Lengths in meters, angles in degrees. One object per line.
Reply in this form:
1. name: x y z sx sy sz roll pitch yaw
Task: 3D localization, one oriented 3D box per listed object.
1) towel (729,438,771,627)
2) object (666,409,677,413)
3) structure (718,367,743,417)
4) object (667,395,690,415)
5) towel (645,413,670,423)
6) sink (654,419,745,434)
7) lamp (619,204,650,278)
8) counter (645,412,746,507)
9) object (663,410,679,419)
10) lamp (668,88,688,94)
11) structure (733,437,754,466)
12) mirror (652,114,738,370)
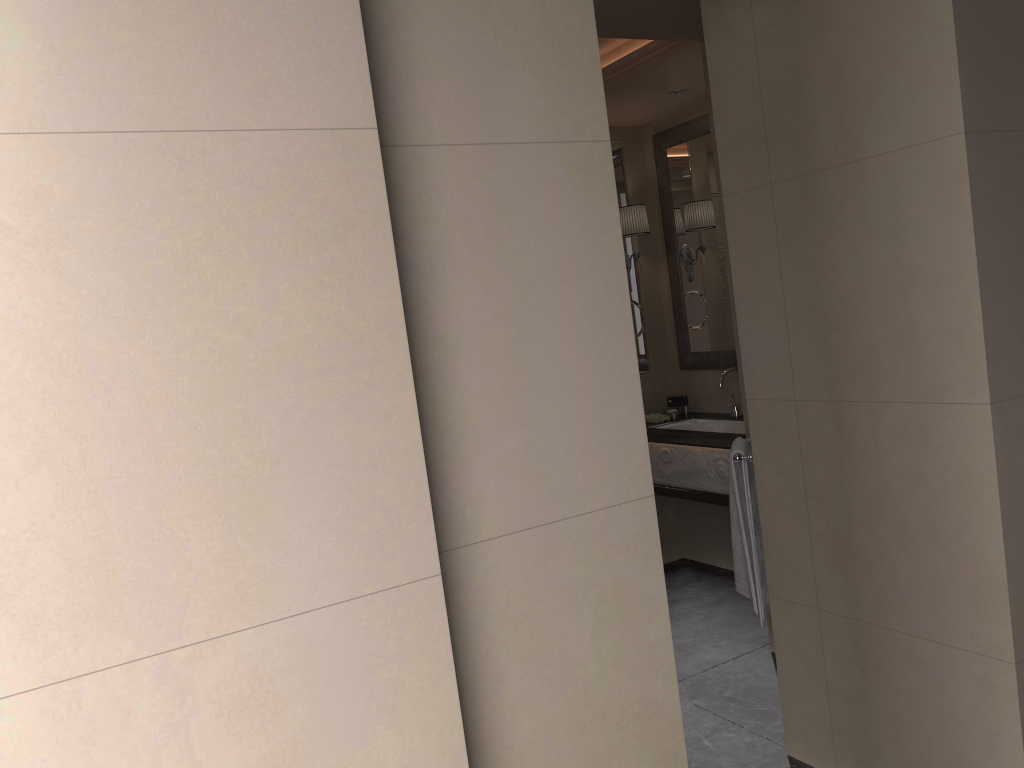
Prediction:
1. towel: 0.885 0.524 3.232 0.154 0.629 0.313 -7 4 4
2. object: 0.879 0.149 4.883 0.051 0.022 0.077 -8 4 -9
3. structure: 1.166 0.040 4.525 0.242 0.268 0.223 -7 4 6
4. object: 0.932 0.121 4.980 0.124 0.104 0.038 -5 5 35
5. towel: 0.789 0.183 4.855 0.096 0.039 0.149 -9 5 -22
6. sink: 1.034 0.280 4.429 0.349 0.135 0.760 -10 5 -29
7. lamp: 0.661 -0.743 4.854 0.174 0.444 0.223 -10 5 -29
8. counter: 1.102 0.622 4.466 0.543 0.858 1.330 -10 5 -29
9. object: 0.880 0.168 4.903 0.080 0.035 0.133 -8 4 -11
10. lamp: 0.803 -1.454 4.303 0.097 0.069 0.097 -9 4 -12
11. structure: 0.846 0.234 3.224 0.074 0.061 0.415 -6 4 16
12. mirror: 1.143 -0.731 4.487 0.040 1.320 1.130 -10 5 -29
